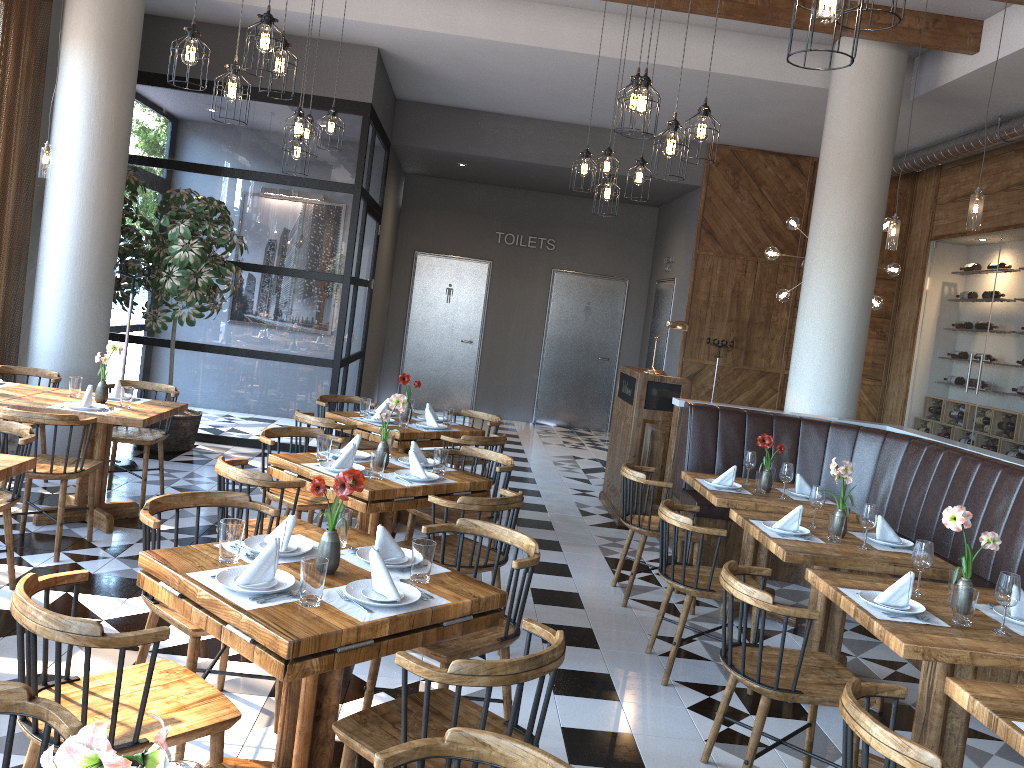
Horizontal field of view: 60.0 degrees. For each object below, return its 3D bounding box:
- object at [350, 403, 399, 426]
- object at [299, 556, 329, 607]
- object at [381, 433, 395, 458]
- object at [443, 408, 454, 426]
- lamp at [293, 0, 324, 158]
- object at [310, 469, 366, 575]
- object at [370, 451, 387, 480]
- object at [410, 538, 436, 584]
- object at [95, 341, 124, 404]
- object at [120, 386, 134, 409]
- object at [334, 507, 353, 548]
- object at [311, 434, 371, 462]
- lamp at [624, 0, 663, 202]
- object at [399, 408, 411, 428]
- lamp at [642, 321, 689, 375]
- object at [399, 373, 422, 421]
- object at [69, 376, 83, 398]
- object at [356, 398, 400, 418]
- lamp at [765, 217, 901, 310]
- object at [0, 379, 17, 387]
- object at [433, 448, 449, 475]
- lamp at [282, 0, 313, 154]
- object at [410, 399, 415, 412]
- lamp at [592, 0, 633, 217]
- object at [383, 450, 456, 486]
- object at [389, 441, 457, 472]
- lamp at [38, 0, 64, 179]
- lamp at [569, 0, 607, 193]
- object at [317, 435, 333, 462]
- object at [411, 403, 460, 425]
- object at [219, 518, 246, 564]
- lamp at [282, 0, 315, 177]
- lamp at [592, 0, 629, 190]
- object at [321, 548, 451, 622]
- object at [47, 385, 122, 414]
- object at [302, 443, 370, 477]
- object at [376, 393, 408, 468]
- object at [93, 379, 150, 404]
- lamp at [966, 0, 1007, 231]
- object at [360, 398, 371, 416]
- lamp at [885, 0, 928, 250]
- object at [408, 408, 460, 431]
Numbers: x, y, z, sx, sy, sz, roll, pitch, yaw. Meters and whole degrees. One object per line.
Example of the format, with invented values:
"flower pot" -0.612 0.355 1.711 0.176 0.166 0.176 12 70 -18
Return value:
"object" -0.960 0.203 6.420 0.353 0.137 0.271 11 6 42
"object" -0.580 0.575 2.575 0.080 0.132 0.080 8 3 12
"object" -0.713 0.352 5.043 0.080 0.132 0.080 8 3 12
"object" -0.481 0.248 6.644 0.080 0.132 0.080 8 3 22
"lamp" -1.414 -2.731 6.573 0.175 2.067 0.175 7 2 -2
"object" -0.565 0.442 2.843 0.156 0.354 0.171 5 3 -38
"object" -0.672 0.409 4.429 0.080 0.132 0.080 8 3 12
"object" -0.296 0.584 2.911 0.080 0.132 0.080 7 3 2
"object" -2.582 -0.074 5.665 0.146 0.399 0.207 7 3 -11
"object" -2.435 0.086 5.596 0.080 0.132 0.080 6 3 -18
"object" -0.621 0.519 3.189 0.080 0.132 0.080 7 3 2
"object" -0.889 0.338 4.918 0.273 0.137 0.351 11 6 42
"lamp" 1.031 -2.358 6.370 0.175 2.067 0.175 8 2 7
"object" -0.765 0.240 6.308 0.080 0.132 0.080 8 3 12
"lamp" 1.308 -0.187 7.669 0.444 0.755 0.170 6 3 -28
"object" -0.791 0.096 6.644 0.171 0.354 0.156 10 4 44
"object" -2.837 0.021 5.753 0.080 0.132 0.080 6 3 -18
"object" -0.985 0.169 6.797 0.273 0.137 0.351 11 6 42
"lamp" 3.383 -1.640 9.198 1.159 2.188 1.191 5 4 -42
"object" -3.504 -0.077 5.878 0.352 0.137 0.272 7 4 -3
"object" -0.388 0.417 4.765 0.080 0.132 0.080 8 3 12
"lamp" -1.384 -2.648 6.143 0.175 2.067 0.175 6 3 -24
"object" -0.806 0.183 6.922 0.080 0.132 0.080 8 3 22
"lamp" 0.809 -2.261 6.453 0.175 2.067 0.175 9 3 40
"object" -0.488 0.418 4.565 0.273 0.137 0.351 11 6 42
"object" -0.513 0.384 4.942 0.353 0.137 0.271 11 6 42
"lamp" -3.271 -2.466 6.393 0.078 1.960 0.078 9 3 29
"lamp" 0.650 -2.466 6.559 0.175 2.067 0.175 9 3 29
"object" -1.001 0.342 4.719 0.080 0.132 0.080 8 3 12
"object" -0.610 0.215 6.821 0.353 0.137 0.271 11 6 42
"object" -0.910 0.509 2.864 0.080 0.132 0.080 7 3 2
"lamp" -1.441 -2.541 6.365 0.175 2.067 0.175 8 2 9
"lamp" 0.828 -2.510 6.674 0.175 2.067 0.175 9 3 40
"object" -0.394 0.586 2.706 0.273 0.137 0.351 11 6 42
"object" -2.592 0.080 5.395 0.352 0.137 0.272 7 4 -3
"object" -0.864 0.372 4.541 0.353 0.137 0.271 11 6 42
"object" -0.652 0.251 4.726 0.146 0.399 0.207 8 3 8
"object" -2.624 0.031 5.927 0.352 0.137 0.272 7 4 -3
"lamp" 2.990 -1.930 5.470 0.078 1.960 0.078 7 2 -17
"object" -1.094 0.174 6.597 0.080 0.132 0.080 6 3 -28
"lamp" 2.931 -1.966 6.521 0.078 1.960 0.078 9 3 29
"object" -0.585 0.249 6.444 0.273 0.137 0.351 11 6 42
